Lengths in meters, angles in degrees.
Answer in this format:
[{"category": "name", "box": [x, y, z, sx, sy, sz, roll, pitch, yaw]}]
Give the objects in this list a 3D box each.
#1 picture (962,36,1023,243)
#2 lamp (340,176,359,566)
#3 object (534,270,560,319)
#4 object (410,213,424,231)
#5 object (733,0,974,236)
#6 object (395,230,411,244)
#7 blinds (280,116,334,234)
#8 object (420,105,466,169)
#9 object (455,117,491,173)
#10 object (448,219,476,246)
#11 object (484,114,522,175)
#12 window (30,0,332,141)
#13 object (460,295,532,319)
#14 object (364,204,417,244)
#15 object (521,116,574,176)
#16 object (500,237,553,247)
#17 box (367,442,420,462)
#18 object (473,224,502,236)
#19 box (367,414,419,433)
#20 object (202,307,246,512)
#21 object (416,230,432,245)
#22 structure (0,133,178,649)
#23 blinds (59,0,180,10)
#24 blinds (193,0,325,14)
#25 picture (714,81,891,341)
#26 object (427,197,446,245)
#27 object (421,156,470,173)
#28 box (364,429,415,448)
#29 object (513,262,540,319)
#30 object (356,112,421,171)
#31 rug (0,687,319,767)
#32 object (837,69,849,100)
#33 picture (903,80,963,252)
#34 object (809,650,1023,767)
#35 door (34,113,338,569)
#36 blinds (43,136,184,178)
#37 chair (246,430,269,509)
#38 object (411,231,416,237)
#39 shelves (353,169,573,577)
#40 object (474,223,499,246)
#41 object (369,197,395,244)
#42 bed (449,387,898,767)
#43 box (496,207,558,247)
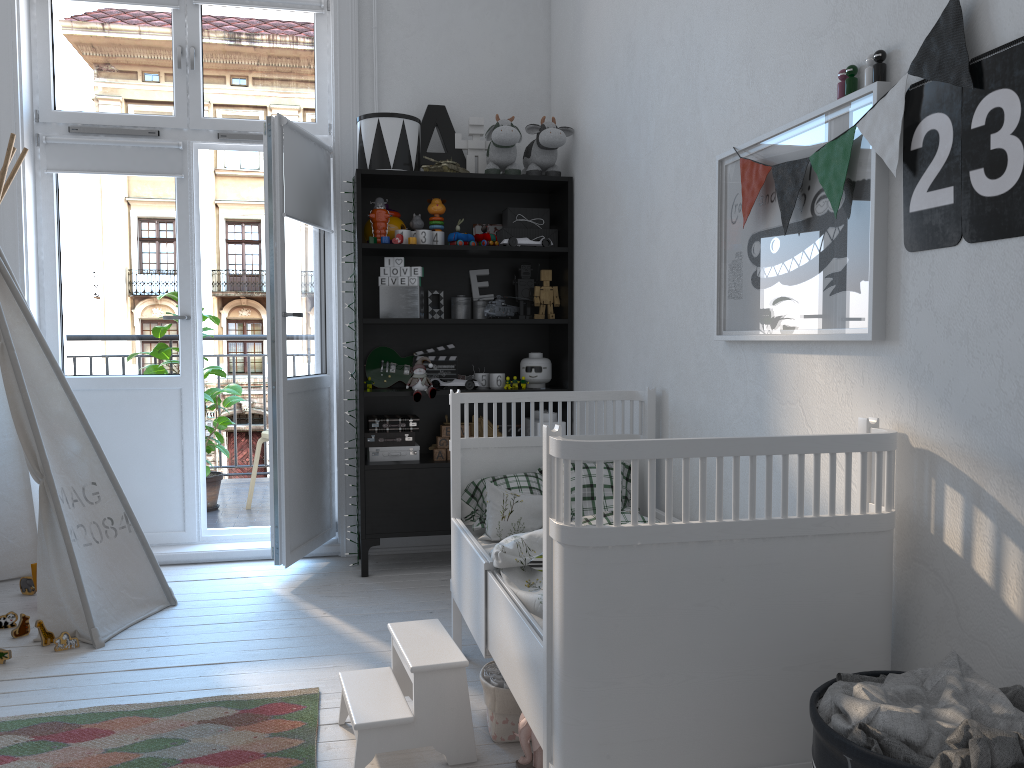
[{"category": "picture", "box": [0.776, -0.384, 1.420, 0.013, 0.305, 0.152, -1, 3, -12]}, {"category": "lamp", "box": [-0.257, -0.054, 3.950, 0.985, 1.685, 0.095, -1, 3, -15]}, {"category": "object", "box": [0.152, -0.394, 3.924, 0.114, 0.221, 0.052, -1, 3, -13]}, {"category": "object", "box": [-0.417, -0.667, 3.894, 0.063, 0.160, 0.063, -2, 4, -33]}, {"category": "object", "box": [0.665, -0.535, 1.871, 0.058, 0.415, 0.904, -1, 3, -13]}, {"category": "object", "box": [-0.460, -0.613, 3.737, 0.067, 0.067, 0.067, -1, 3, -11]}, {"category": "blinds", "box": [-0.857, -0.868, 3.765, 0.032, 0.391, 0.565, 0, 3, 8]}, {"category": "object", "box": [-0.336, -1.062, 3.952, 0.343, 0.344, 0.057, -1, 3, -12]}, {"category": "object", "box": [-0.160, -1.036, 3.960, 0.190, 0.291, 0.065, -1, 3, -7]}, {"category": "object", "box": [-0.215, -0.646, 3.813, 0.121, 0.126, 0.087, -2, 4, -35]}, {"category": "object", "box": [-0.042, -1.007, 3.818, 0.154, 0.253, 0.370, 0, 3, -4]}, {"category": "window", "box": [-1.436, -1.436, 3.917, 1.263, 0.660, 0.101, -1, 3, -12]}, {"category": "object", "box": [-0.056, -0.335, 3.894, 0.368, 0.106, 0.349, -1, 3, -10]}, {"category": "object", "box": [-0.528, -0.680, 3.791, 0.197, 0.197, 0.318, -1, 3, -16]}, {"category": "object", "box": [0.106, -1.009, 3.854, 0.211, 0.253, 0.386, -2, 3, -28]}, {"category": "object", "box": [0.063, -0.609, 3.826, 0.230, 0.048, 0.098, -1, 3, -22]}, {"category": "box", "box": [-0.519, 0.295, 3.869, 0.215, 0.062, 0.179, -1, 3, -12]}, {"category": "object", "box": [-0.005, -0.665, 4.060, 0.347, 0.132, 0.037, -1, 3, -12]}, {"category": "box", "box": [-0.519, 0.173, 3.863, 0.215, 0.062, 0.179, -1, 3, -12]}, {"category": "object", "box": [-1.826, 0.098, 5.000, 0.720, 1.225, 0.489, 0, 3, -2]}, {"category": "object", "box": [-0.371, -0.613, 3.741, 0.067, 0.067, 0.067, -1, 3, -11]}, {"category": "structure", "box": [-1.845, -0.033, 3.112, 1.143, 1.750, 1.143, -2, 4, -36]}, {"category": "blinds", "box": [-1.731, -1.680, 3.819, 0.565, 0.087, 0.032, -1, 3, -12]}, {"category": "blinds", "box": [-1.124, -1.702, 3.949, 0.565, 0.060, 0.032, -1, 3, -12]}, {"category": "picture", "box": [0.634, -0.346, 2.043, 0.030, 0.493, 0.703, -1, 3, -12]}, {"category": "object", "box": [-0.322, -0.689, 3.787, 0.077, 0.213, 0.077, 1, 4, 21]}, {"category": "object", "box": [-0.295, -0.932, 3.781, 0.121, 0.100, 0.338, 1, 3, 23]}, {"category": "box", "box": [-0.537, 0.234, 3.861, 0.215, 0.062, 0.179, -1, 3, -12]}, {"category": "object", "box": [0.065, -0.416, 3.967, 0.117, 0.259, 0.081, -1, 3, -12]}, {"category": "object", "box": [-0.507, -1.014, 3.842, 0.272, 0.259, 0.394, 1, 3, 16]}, {"category": "rug", "box": [-0.969, 0.913, 1.372, 1.320, 0.016, 2.028, -1, 3, -12]}, {"category": "object", "box": [0.680, -0.613, 1.818, 0.025, 0.064, 0.025, -1, 3, -17]}, {"category": "picture", "box": [0.744, -0.390, 1.570, 0.010, 0.302, 0.151, -1, 3, -13]}, {"category": "object", "box": [0.602, 0.663, 1.258, 0.345, 0.513, 0.346, -1, 3, -22]}, {"category": "door", "box": [-1.389, -0.177, 3.746, 1.263, 1.839, 0.636, -1, 3, -10]}, {"category": "blinds", "box": [-1.729, -0.987, 3.859, 0.565, 0.158, 0.032, -1, 3, -12]}, {"category": "chair", "box": [-1.234, 0.347, 5.115, 0.436, 0.716, 0.498, 2, 4, 33]}, {"category": "object", "box": [-0.417, -0.616, 3.791, 0.067, 0.067, 0.067, -3, 4, -38]}, {"category": "shelves", "box": [-0.218, -0.048, 3.894, 0.911, 1.678, 0.353, -1, 3, -12]}, {"category": "object", "box": [-0.116, -0.650, 3.876, 0.087, 0.112, 0.122, -3, 4, -41]}, {"category": "object", "box": [-0.546, -0.680, 3.715, 0.105, 0.203, 0.072, 0, 3, -5]}, {"category": "bed", "box": [0.260, 0.457, 2.237, 0.670, 0.833, 1.403, -1, 3, -12]}, {"category": "box", "box": [0.069, -0.687, 3.966, 0.251, 0.189, 0.179, -1, 3, -12]}]
